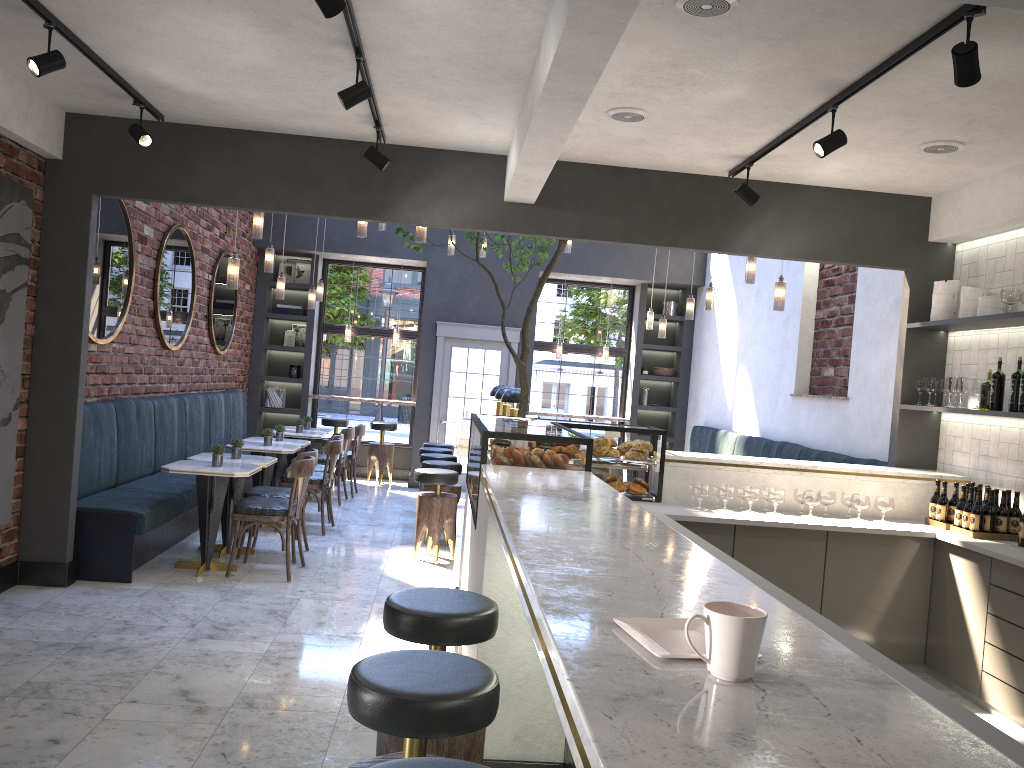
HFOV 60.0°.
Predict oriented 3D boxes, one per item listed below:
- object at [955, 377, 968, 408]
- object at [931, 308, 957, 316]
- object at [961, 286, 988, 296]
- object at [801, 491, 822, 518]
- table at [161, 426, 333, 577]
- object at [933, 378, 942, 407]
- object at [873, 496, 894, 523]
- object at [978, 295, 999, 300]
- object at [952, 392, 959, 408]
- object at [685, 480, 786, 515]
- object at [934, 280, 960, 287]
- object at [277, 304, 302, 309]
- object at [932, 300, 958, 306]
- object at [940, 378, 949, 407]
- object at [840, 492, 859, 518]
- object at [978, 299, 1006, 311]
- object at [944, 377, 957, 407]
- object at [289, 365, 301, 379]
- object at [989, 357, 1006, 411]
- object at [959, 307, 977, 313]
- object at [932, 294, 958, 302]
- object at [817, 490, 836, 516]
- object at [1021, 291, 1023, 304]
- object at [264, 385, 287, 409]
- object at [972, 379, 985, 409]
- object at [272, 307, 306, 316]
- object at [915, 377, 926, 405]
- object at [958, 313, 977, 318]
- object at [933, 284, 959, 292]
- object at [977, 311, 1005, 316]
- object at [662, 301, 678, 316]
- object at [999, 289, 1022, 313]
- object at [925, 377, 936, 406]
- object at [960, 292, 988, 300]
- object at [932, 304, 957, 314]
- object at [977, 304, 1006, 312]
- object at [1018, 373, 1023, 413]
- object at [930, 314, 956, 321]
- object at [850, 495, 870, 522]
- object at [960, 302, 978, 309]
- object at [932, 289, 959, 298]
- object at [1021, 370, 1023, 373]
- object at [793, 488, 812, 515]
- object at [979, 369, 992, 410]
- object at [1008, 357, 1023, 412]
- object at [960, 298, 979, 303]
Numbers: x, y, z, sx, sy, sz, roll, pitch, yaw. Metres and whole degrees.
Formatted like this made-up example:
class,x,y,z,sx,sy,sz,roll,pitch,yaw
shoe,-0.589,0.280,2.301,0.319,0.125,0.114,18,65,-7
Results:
class,x,y,z,sx,sy,sz,roll,pitch,yaw
object,2.777,0.054,5.480,0.070,0.188,0.070,5,1,9
object,2.832,-0.458,5.818,0.153,0.074,0.154,5,0,-1
object,2.919,-0.577,5.597,0.154,0.076,0.153,5,0,17
object,1.802,0.727,5.341,0.114,0.147,0.114,5,1,0
table,-0.349,1.095,8.644,4.599,0.751,4.829,4,0,-4
object,2.851,0.057,5.959,0.070,0.188,0.070,4,1,-13
object,2.253,0.762,5.376,0.114,0.147,0.114,5,1,0
object,2.929,-0.510,5.408,0.154,0.075,0.153,4,1,-37
object,2.868,0.059,5.723,0.070,0.188,0.070,4,1,-13
object,1.355,0.691,5.401,0.575,0.147,0.255,4,0,-4
object,2.844,-0.647,5.807,0.153,0.070,0.153,5,1,42
object,-3.036,-1.045,12.086,0.327,0.039,0.227,4,0,-14
object,2.835,-0.520,5.815,0.154,0.075,0.153,4,1,-37
object,2.859,0.058,5.841,0.070,0.188,0.070,4,1,-13
object,2.093,0.749,5.495,0.114,0.147,0.114,5,1,0
object,2.929,-0.478,5.409,0.153,0.062,0.153,5,0,25
object,2.768,0.052,5.597,0.070,0.188,0.070,4,1,-13
object,-2.961,-0.170,12.091,0.152,0.181,0.152,5,1,34
object,2.865,0.001,5.227,0.072,0.319,0.072,4,1,-20
object,2.911,-0.450,5.604,0.153,0.074,0.154,5,0,-1
object,2.836,-0.550,5.814,0.153,0.060,0.153,4,0,-22
object,1.943,0.737,5.484,0.114,0.147,0.114,5,1,0
object,2.983,-0.455,5.088,0.114,0.147,0.114,5,1,0
object,-3.222,0.165,12.093,0.250,0.323,0.241,4,1,-4
object,2.886,0.062,5.488,0.070,0.188,0.070,5,1,9
object,-3.035,-0.983,12.076,0.412,0.084,0.286,4,0,-4
object,2.741,0.048,5.950,0.070,0.188,0.070,4,1,-13
object,2.906,-0.415,5.607,0.153,0.055,0.153,4,1,-42
object,2.845,-0.615,5.809,0.152,0.067,0.153,5,1,42
object,2.920,-0.413,5.414,0.153,0.055,0.153,4,1,-42
object,2.231,-1.059,12.518,0.214,0.215,0.213,5,1,5
object,2.852,-0.465,5.078,0.114,0.147,0.114,5,1,0
object,2.750,0.049,5.833,0.070,0.188,0.070,4,1,-13
object,2.915,-0.542,5.600,0.153,0.060,0.153,4,0,-22
object,2.835,-0.488,5.817,0.153,0.062,0.153,5,0,25
object,2.925,-0.448,5.411,0.153,0.074,0.154,5,0,-1
object,2.885,0.004,4.963,0.072,0.319,0.072,4,1,-20
object,2.827,-0.423,5.821,0.153,0.055,0.153,4,1,-42
object,2.103,0.750,5.364,0.114,0.147,0.114,5,1,0
object,2.914,-0.480,5.603,0.153,0.062,0.153,5,0,25
object,2.840,-0.585,5.811,0.154,0.076,0.153,5,0,17
object,2.948,0.044,5.135,0.082,0.246,0.082,5,1,23
object,1.793,0.725,5.472,0.114,0.147,0.114,5,1,0
object,2.884,0.018,4.802,0.082,0.294,1.100,4,0,-4
object,2.879,0.003,5.047,0.072,0.319,0.072,4,1,-20
object,2.914,-0.513,5.601,0.154,0.075,0.153,4,1,-37
